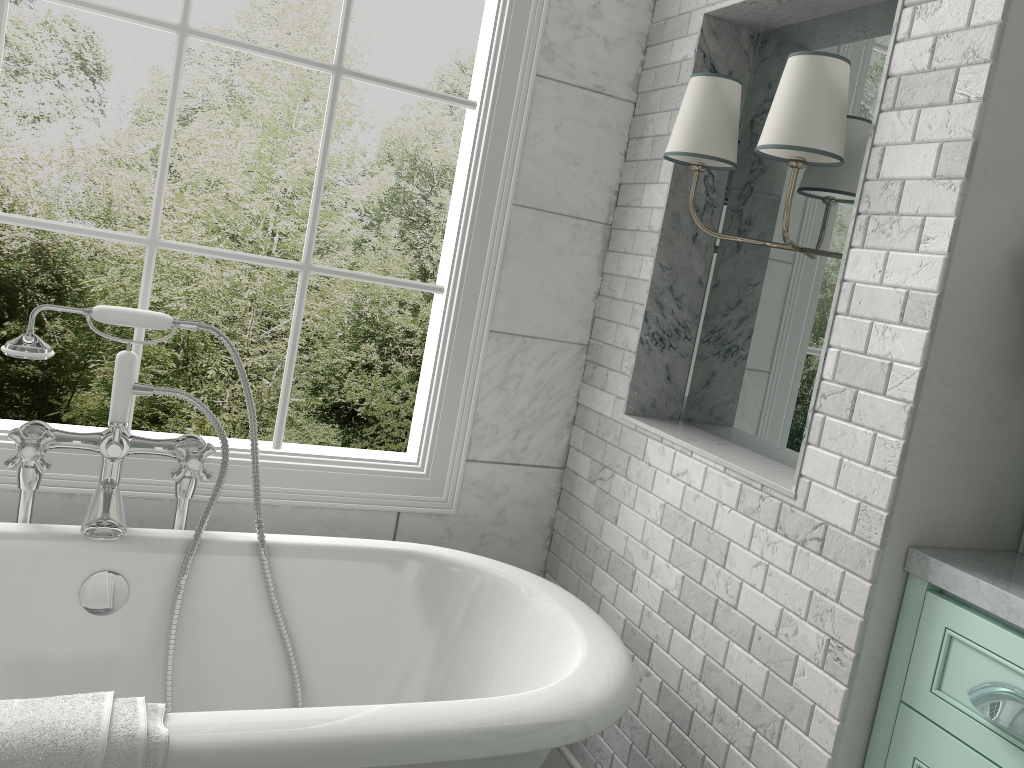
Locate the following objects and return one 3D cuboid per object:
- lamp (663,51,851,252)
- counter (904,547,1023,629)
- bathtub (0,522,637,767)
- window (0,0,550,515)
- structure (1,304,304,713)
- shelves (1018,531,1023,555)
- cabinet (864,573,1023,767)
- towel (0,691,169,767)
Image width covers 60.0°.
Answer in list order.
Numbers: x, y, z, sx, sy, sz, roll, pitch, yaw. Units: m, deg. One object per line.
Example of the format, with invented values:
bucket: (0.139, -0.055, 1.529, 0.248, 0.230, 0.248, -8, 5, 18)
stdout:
lamp: (0.597, -0.523, 2.068, 0.308, 0.382, 0.551, 8, 8, -24)
counter: (1.646, 0.577, 0.509, 0.822, 0.180, 2.826, 7, 9, -24)
bathtub: (-0.821, 0.781, 1.678, 2.161, 0.755, 0.947, 7, 8, -24)
window: (-0.805, -0.862, 2.167, 1.827, 2.314, 0.119, 8, 6, -24)
structure: (-0.828, 0.492, 2.024, 0.778, 1.280, 0.342, 9, 6, -14)
shelves: (1.932, -0.400, 0.452, 0.464, 2.115, 2.827, 8, 7, -24)
cabinet: (1.513, 1.194, 0.561, 0.861, 1.093, 2.816, 8, 8, -24)
towel: (-0.716, 0.670, 1.267, 0.374, 0.461, 0.456, 8, 7, -22)
